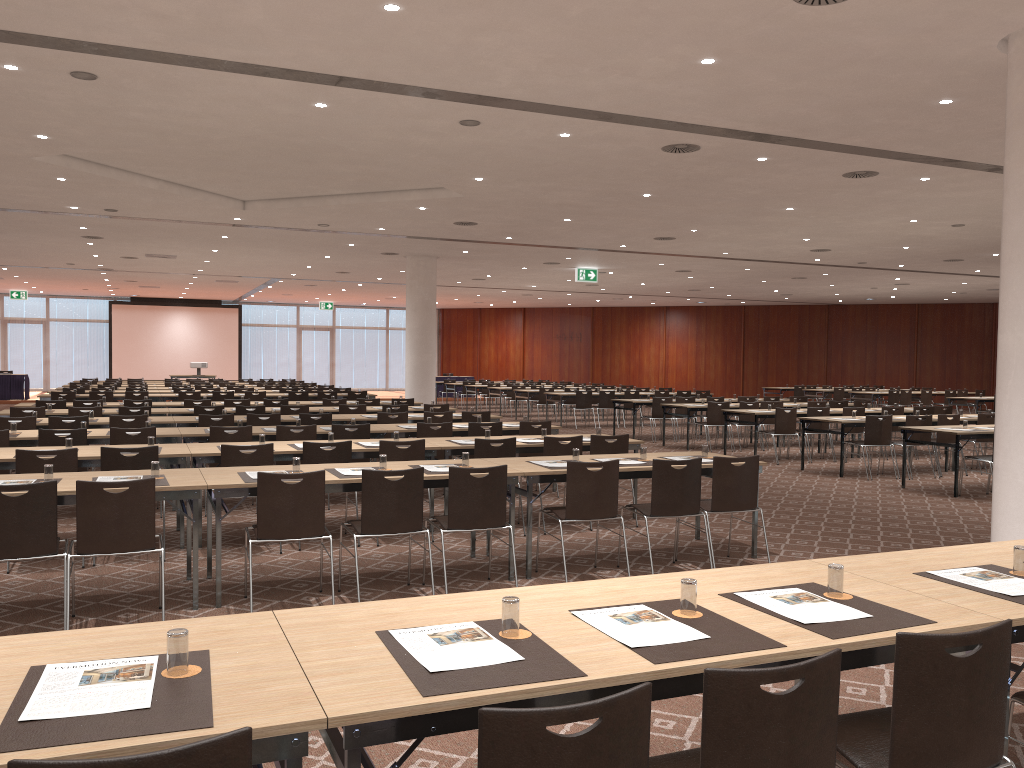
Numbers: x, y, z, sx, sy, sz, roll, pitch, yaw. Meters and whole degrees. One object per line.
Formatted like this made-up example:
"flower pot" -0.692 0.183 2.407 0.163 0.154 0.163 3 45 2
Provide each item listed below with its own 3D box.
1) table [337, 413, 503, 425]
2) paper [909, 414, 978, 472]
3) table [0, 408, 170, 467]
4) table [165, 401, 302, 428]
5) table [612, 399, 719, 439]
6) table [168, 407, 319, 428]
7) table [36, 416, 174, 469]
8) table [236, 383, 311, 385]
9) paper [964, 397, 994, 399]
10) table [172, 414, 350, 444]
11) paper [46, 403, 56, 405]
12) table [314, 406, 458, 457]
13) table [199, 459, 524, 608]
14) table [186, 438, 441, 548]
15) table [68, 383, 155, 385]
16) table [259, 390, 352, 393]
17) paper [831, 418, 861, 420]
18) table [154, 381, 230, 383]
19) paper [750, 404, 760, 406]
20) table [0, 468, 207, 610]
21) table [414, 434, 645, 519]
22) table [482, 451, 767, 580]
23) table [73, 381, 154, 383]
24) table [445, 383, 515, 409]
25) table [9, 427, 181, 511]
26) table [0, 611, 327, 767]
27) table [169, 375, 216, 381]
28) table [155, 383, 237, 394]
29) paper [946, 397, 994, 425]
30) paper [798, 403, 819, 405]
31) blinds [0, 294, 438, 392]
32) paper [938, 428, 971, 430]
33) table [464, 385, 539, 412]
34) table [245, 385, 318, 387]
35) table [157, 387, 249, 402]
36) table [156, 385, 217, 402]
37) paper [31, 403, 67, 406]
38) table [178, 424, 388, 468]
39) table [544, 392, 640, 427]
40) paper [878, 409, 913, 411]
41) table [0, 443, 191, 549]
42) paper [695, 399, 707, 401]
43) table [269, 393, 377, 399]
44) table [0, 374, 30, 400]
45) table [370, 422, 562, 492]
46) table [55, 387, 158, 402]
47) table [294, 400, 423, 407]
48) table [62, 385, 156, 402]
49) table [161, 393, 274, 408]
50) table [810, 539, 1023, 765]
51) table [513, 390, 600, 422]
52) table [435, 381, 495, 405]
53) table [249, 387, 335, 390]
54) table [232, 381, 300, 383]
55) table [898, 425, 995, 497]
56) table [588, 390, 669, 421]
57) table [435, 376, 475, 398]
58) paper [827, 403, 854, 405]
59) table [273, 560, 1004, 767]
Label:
"table" -1.372 0.882 13.130 2.267 0.833 0.953 0 2 -23
"paper" 7.800 0.956 14.812 2.267 0.833 0.953 0 2 -23
"table" -6.331 0.814 13.216 2.267 0.833 0.953 0 2 -23
"table" -5.012 0.754 15.937 2.267 0.833 0.953 0 2 -23
"table" 3.386 0.765 19.461 2.267 0.833 0.953 0 2 -23
"table" -4.238 0.817 14.094 2.267 0.833 0.953 0 2 -23
"table" -5.558 0.877 11.374 2.267 0.833 0.953 0 2 -23
"table" -7.366 0.396 27.410 2.267 0.833 0.953 0 2 -23
"paper" 12.103 0.362 22.960 0.460 0.003 0.565 0 2 -22
"table" -3.465 0.879 12.252 2.267 0.833 0.953 0 2 -23
"paper" -7.711 0.331 14.724 0.283 0.006 0.398 0 2 -23
"table" -2.145 0.819 14.973 2.267 0.833 0.953 0 2 -23
"table" -1.145 1.068 6.724 2.267 0.833 0.953 0 2 -23
"table" -1.918 1.005 8.567 2.267 0.833 0.953 0 2 -23
"table" -11.552 0.390 25.653 2.267 0.833 0.953 0 2 -23
"table" -5.046 0.584 21.882 2.267 0.833 0.953 0 2 -23
"paper" 5.087 0.533 13.562 0.283 0.006 0.398 0 2 -26
"table" -10.233 0.330 28.374 2.267 0.833 0.953 0 2 -23
"paper" 4.827 0.415 17.736 0.460 0.003 0.565 0 2 -20
"table" -3.238 1.065 5.846 2.267 0.833 0.953 0 2 -23
"table" 0.175 1.008 9.445 2.267 0.833 0.953 0 2 -23
"table" 0.949 1.070 7.603 2.267 0.833 0.953 0 2 -23
"table" -12.326 0.327 27.496 2.267 0.833 0.953 0 2 -23
"table" -1.061 0.404 30.056 2.267 0.833 0.953 0 2 -23
"table" -4.785 0.940 9.531 2.267 0.833 0.953 0 2 -23
"table" -1.674 1.192 2.121 2.267 0.833 0.953 0 2 -23
"table" -11.310 0.107 31.426 1.539 0.833 0.953 0 2 -23
"table" -9.459 0.393 26.532 2.267 0.833 0.953 0 2 -23
"paper" 12.640 0.777 23.344 2.267 0.833 0.953 0 2 -23
"paper" 6.292 0.417 18.343 0.460 0.003 0.565 0 2 -25
"blinds" -14.011 -1.595 37.279 22.852 3.818 0.115 0 2 -23
"paper" 5.857 0.596 11.732 0.283 0.006 0.398 0 2 -23
"table" -0.287 0.466 28.213 2.267 0.833 0.953 0 2 -23
"table" -6.593 0.458 25.568 2.267 0.833 0.953 0 2 -23
"table" -7.912 0.518 22.847 2.267 0.833 0.953 0 2 -23
"table" -8.686 0.456 24.689 2.267 0.833 0.953 0 2 -23
"paper" -7.636 0.338 14.641 0.460 0.003 0.565 0 2 -21
"table" -2.691 0.942 10.409 2.267 0.833 0.953 0 2 -23
"table" 2.033 0.655 22.686 2.267 0.833 0.953 0 2 -23
"paper" 7.097 0.480 16.517 0.460 0.003 0.565 0 2 -21
"table" -4.011 1.002 7.688 2.267 0.833 0.953 0 2 -23
"paper" 4.023 0.352 19.566 0.460 0.003 0.565 0 2 -22
"table" -4.272 0.647 20.040 2.267 0.833 0.953 0 2 -23
"table" -16.820 0.100 29.096 1.712 0.833 1.041 0 2 -23
"table" -0.598 0.945 11.288 2.267 0.833 0.953 0 2 -23
"table" -10.005 0.516 21.968 2.267 0.833 0.953 0 2 -23
"table" -2.919 0.757 16.815 2.267 0.833 0.953 0 2 -23
"table" -10.779 0.453 23.811 2.267 0.833 0.953 0 2 -23
"table" -6.365 0.644 19.162 2.267 0.833 0.953 0 2 -23
"table" 2.512 1.197 3.877 2.267 0.833 0.953 0 2 -23
"table" 1.259 0.592 24.528 2.267 0.833 0.953 0 2 -23
"table" -1.834 0.341 31.899 2.267 0.833 0.953 0 2 -23
"table" -5.819 0.521 23.725 2.267 0.833 0.953 0 2 -23
"table" -8.139 0.333 29.253 2.267 0.833 0.953 0 2 -23
"table" 6.480 1.016 12.091 2.267 0.833 0.953 0 2 -23
"table" 3.353 0.595 25.407 2.267 0.833 0.953 0 2 -23
"table" -2.370 0.119 35.160 1.712 0.833 1.041 0 2 -23
"paper" 6.903 0.417 18.609 0.460 0.003 0.565 0 2 -24
"table" 0.419 1.195 2.999 2.267 0.833 0.953 0 2 -23
